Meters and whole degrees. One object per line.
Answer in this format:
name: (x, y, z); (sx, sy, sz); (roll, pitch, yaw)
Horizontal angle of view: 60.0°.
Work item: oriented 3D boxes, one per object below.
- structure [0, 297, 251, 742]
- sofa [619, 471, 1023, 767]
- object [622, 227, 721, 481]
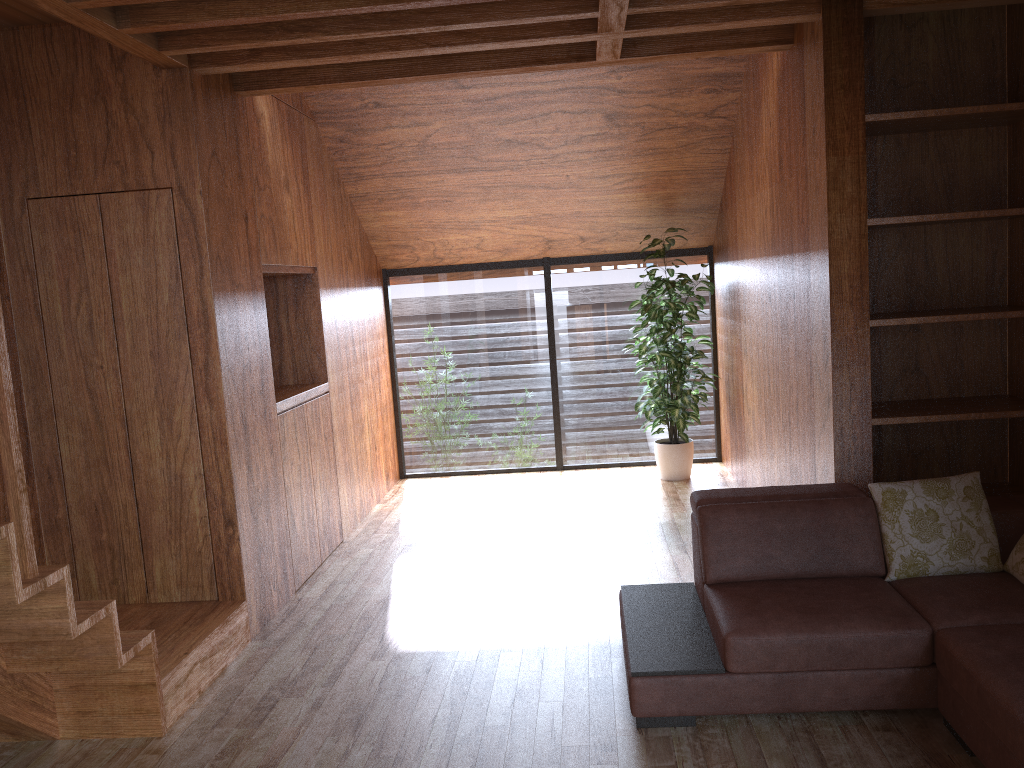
structure: (-1.662, 0.082, 2.424); (0.828, 2.300, 2.448); (-3, 7, 5)
sofa: (1.148, 0.694, 2.180); (1.697, 0.760, 2.505); (-3, 6, 5)
object: (1.073, -0.195, 5.943); (0.636, 1.691, 0.680); (-3, 7, 12)
